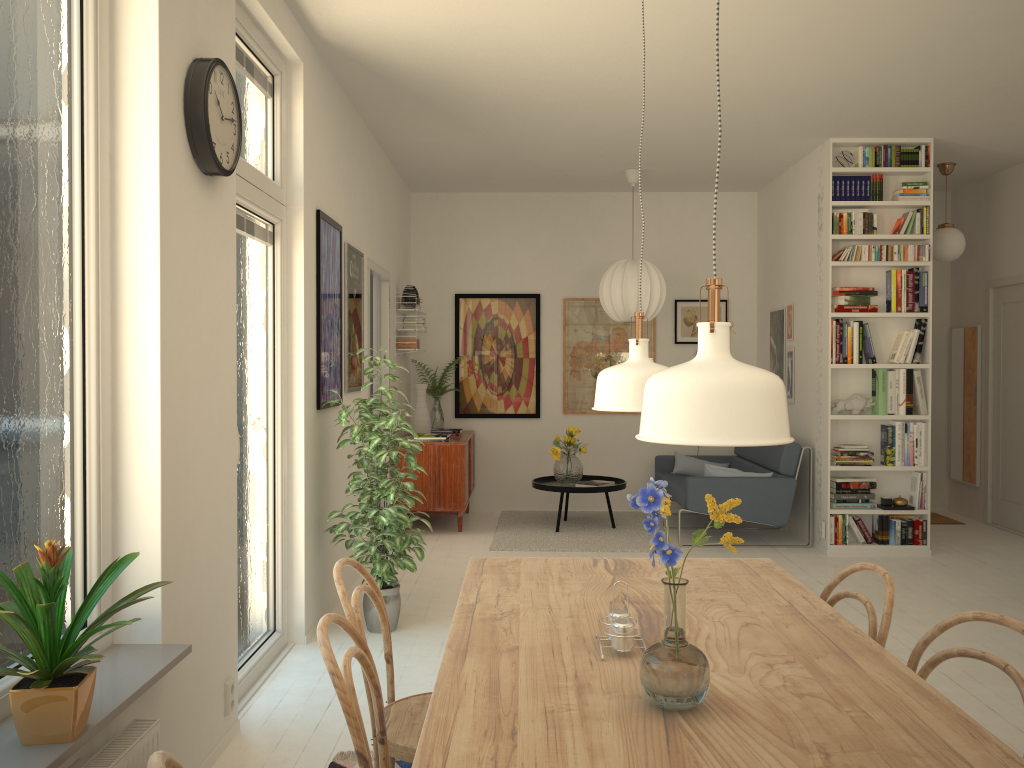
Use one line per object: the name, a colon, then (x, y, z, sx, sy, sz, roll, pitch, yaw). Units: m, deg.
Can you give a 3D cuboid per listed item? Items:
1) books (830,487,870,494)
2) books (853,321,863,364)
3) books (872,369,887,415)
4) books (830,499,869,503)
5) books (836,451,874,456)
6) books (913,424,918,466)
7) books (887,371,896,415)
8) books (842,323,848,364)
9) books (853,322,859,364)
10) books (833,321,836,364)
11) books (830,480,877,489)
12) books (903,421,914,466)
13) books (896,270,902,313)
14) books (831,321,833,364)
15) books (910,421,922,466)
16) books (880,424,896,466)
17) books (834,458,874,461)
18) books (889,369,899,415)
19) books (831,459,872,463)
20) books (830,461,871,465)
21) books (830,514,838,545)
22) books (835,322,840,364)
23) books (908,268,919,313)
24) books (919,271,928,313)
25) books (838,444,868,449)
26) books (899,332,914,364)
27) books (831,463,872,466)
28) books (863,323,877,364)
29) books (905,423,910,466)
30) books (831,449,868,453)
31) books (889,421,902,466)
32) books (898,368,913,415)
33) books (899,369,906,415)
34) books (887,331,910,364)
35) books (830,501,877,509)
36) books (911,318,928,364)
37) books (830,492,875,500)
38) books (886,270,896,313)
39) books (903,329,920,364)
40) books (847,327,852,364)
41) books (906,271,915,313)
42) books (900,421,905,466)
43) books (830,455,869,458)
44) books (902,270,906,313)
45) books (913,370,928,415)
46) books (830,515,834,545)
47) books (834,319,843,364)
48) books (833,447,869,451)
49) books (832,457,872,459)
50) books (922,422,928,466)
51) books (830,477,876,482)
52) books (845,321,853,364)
books: (2.387, 0.752, 6.285, 0.247, 0.039, 0.143, 0, 1, -2)
books: (2.432, -0.293, 6.259, 0.033, 0.306, 0.150, 0, 1, 1)
books: (2.583, 0.054, 6.275, 0.056, 0.328, 0.229, 0, 1, 1)
books: (2.384, 0.820, 6.302, 0.241, 0.024, 0.168, 0, 1, -4)
books: (2.419, 0.490, 6.283, 0.235, 0.025, 0.163, 0, 1, 7)
books: (2.813, 0.427, 6.272, 0.022, 0.291, 0.208, 0, 1, 1)
books: (2.644, 0.064, 6.278, 0.065, 0.311, 0.200, 0, 1, 1)
books: (2.324, -0.285, 6.272, 0.030, 0.289, 0.200, 0, 1, 1)
books: (2.399, -0.286, 6.267, 0.032, 0.291, 0.189, 0, 1, 1)
books: (2.248, -0.292, 6.282, 0.015, 0.301, 0.207, 0, 1, 1)
books: (2.405, 0.709, 6.286, 0.285, 0.047, 0.185, 0, 1, 1)
books: (2.789, 0.419, 6.286, 0.025, 0.305, 0.213, 0, 1, 1)
books: (2.701, -0.647, 6.275, 0.039, 0.302, 0.199, 0, 1, 1)
books: (2.230, -0.292, 6.288, 0.021, 0.301, 0.222, 0, 1, 1)
books: (2.843, 0.420, 6.261, 0.037, 0.308, 0.161, 0, 1, 1)
books: (2.649, 0.430, 6.284, 0.057, 0.284, 0.200, 0, 1, 1)
books: (2.418, 0.529, 6.300, 0.255, 0.014, 0.197, 0, 1, 10)
books: (2.688, 0.055, 6.296, 0.023, 0.321, 0.235, 0, 1, 1)
books: (2.393, 0.542, 6.274, 0.248, 0.009, 0.171, 0, 1, 4)
books: (2.381, 0.554, 6.266, 0.246, 0.014, 0.173, 0, 1, 0)
books: (2.270, 1.022, 6.288, 0.026, 0.206, 0.187, 0, 1, 1)
books: (2.272, -0.287, 6.274, 0.032, 0.291, 0.203, 0, 1, 1)
books: (2.824, -0.655, 6.262, 0.039, 0.317, 0.161, 0, 1, 1)
books: (2.871, -0.641, 6.260, 0.054, 0.289, 0.179, 0, 1, 1)
books: (2.401, 0.440, 6.264, 0.166, 0.019, 0.127, 0, 1, -6)
books: (2.756, -0.255, 6.253, 0.105, 0.225, 0.138, 0, 1, 1)
books: (2.387, 0.566, 6.269, 0.247, 0.009, 0.170, 0, 1, 4)
books: (2.497, -0.285, 6.270, 0.093, 0.288, 0.200, 0, 1, 1)
books: (2.759, 0.424, 6.255, 0.035, 0.304, 0.150, 0, 1, 1)
books: (2.376, 0.471, 6.277, 0.221, 0.010, 0.169, 0, 1, 4)
books: (2.696, 0.416, 6.294, 0.037, 0.311, 0.241, 0, 1, 1)
books: (2.768, 0.053, 6.276, 0.056, 0.327, 0.202, 0, 1, 1)
books: (2.721, 0.055, 6.281, 0.037, 0.324, 0.240, 0, 1, 1)
books: (2.721, -0.257, 6.246, 0.115, 0.232, 0.133, 0, 1, 1)
books: (2.408, 0.854, 6.301, 0.297, 0.038, 0.204, 0, 1, 6)
books: (2.852, -0.300, 6.266, 0.092, 0.319, 0.179, 0, 1, 1)
books: (2.392, 0.788, 6.285, 0.297, 0.039, 0.165, 0, 1, -4)
books: (2.666, -0.650, 6.282, 0.032, 0.300, 0.200, 0, 1, 1)
books: (2.800, -0.262, 6.275, 0.092, 0.244, 0.196, 0, 1, 1)
books: (2.351, -0.270, 6.265, 0.024, 0.260, 0.199, 0, 1, 1)
books: (2.777, -0.642, 6.263, 0.059, 0.291, 0.182, 0, 1, 1)
books: (2.728, 0.416, 6.296, 0.027, 0.311, 0.229, 0, 1, 1)
books: (2.381, 0.509, 6.263, 0.238, 0.012, 0.120, 0, 1, -4)
books: (2.734, -0.647, 6.270, 0.029, 0.301, 0.185, 0, 1, 1)
books: (2.847, 0.059, 6.281, 0.099, 0.316, 0.229, 0, 1, 1)
books: (2.237, 1.027, 6.292, 0.039, 0.199, 0.185, 0, 1, 1)
books: (2.298, -0.300, 6.274, 0.021, 0.317, 0.179, 0, 1, 1)
books: (2.390, 0.457, 6.285, 0.212, 0.017, 0.165, 0, 1, -2)
books: (2.397, 0.518, 6.281, 0.250, 0.008, 0.135, 0, 1, -3)
books: (2.880, 0.420, 6.291, 0.039, 0.303, 0.229, 0, 1, 1)
books: (2.409, 0.672, 6.300, 0.297, 0.024, 0.162, 0, 1, -8)
books: (2.373, -0.291, 6.281, 0.020, 0.304, 0.193, 0, 1, 1)
